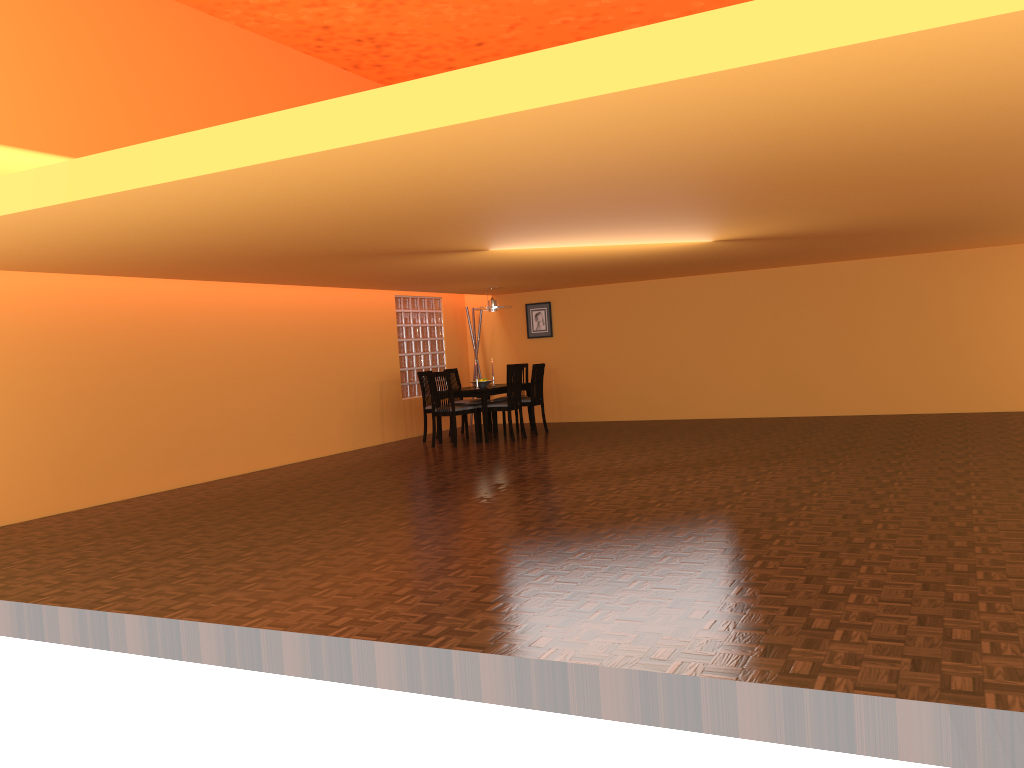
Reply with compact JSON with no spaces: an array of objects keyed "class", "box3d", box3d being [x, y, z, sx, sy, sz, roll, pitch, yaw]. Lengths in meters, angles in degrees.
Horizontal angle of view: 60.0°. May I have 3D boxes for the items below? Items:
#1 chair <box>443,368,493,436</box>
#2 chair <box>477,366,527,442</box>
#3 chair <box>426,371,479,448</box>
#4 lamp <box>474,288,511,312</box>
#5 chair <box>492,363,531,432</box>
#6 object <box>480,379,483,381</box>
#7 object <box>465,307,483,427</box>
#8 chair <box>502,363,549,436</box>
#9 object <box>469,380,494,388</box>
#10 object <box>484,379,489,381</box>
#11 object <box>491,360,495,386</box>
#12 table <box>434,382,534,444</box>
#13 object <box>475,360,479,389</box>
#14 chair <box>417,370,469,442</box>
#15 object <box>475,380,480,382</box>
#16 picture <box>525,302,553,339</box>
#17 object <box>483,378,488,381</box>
[{"class":"chair","box3d":[-0.531,0.210,10.580,0.465,0.809,0.373,-3,3,27]},{"class":"chair","box3d":[-0.108,0.216,9.719,0.465,0.809,0.373,-3,3,27]},{"class":"chair","box3d":[-0.646,0.260,9.498,0.373,0.809,0.465,-2,3,32]},{"class":"lamp","box3d":[-0.230,-0.986,10.368,0.435,0.274,0.435,-6,3,-41]},{"class":"chair","box3d":[0.019,0.165,10.798,0.373,0.809,0.465,-3,2,22]},{"class":"object","box3d":[-0.343,-0.030,9.994,0.046,0.046,0.055,-3,2,10]},{"class":"object","box3d":[-0.450,-0.226,11.672,0.226,1.589,0.308,-6,3,-41]},{"class":"chair","box3d":[0.151,0.179,10.233,0.465,0.809,0.373,-3,3,27]},{"class":"object","box3d":[-0.340,0.001,10.091,0.337,0.072,0.337,-4,2,-7]},{"class":"object","box3d":[-0.281,-0.025,10.082,0.055,0.070,0.066,-3,2,8]},{"class":"object","box3d":[-0.224,-0.144,10.337,0.044,0.326,0.044,-3,2,16]},{"class":"table","box3d":[-0.288,0.324,10.135,0.697,0.584,1.259,-3,3,27]},{"class":"object","box3d":[-0.393,-0.112,9.816,0.044,0.326,0.044,-3,2,16]},{"class":"chair","box3d":[-0.790,0.247,10.066,0.465,0.809,0.373,-3,3,27]},{"class":"object","box3d":[-0.380,-0.011,10.080,0.089,0.076,0.087,-2,3,33]},{"class":"picture","box3d":[0.351,-0.825,11.506,0.361,0.456,0.014,-3,3,27]},{"class":"object","box3d":[-0.312,-0.039,10.155,0.069,0.066,0.069,-2,3,37]}]
